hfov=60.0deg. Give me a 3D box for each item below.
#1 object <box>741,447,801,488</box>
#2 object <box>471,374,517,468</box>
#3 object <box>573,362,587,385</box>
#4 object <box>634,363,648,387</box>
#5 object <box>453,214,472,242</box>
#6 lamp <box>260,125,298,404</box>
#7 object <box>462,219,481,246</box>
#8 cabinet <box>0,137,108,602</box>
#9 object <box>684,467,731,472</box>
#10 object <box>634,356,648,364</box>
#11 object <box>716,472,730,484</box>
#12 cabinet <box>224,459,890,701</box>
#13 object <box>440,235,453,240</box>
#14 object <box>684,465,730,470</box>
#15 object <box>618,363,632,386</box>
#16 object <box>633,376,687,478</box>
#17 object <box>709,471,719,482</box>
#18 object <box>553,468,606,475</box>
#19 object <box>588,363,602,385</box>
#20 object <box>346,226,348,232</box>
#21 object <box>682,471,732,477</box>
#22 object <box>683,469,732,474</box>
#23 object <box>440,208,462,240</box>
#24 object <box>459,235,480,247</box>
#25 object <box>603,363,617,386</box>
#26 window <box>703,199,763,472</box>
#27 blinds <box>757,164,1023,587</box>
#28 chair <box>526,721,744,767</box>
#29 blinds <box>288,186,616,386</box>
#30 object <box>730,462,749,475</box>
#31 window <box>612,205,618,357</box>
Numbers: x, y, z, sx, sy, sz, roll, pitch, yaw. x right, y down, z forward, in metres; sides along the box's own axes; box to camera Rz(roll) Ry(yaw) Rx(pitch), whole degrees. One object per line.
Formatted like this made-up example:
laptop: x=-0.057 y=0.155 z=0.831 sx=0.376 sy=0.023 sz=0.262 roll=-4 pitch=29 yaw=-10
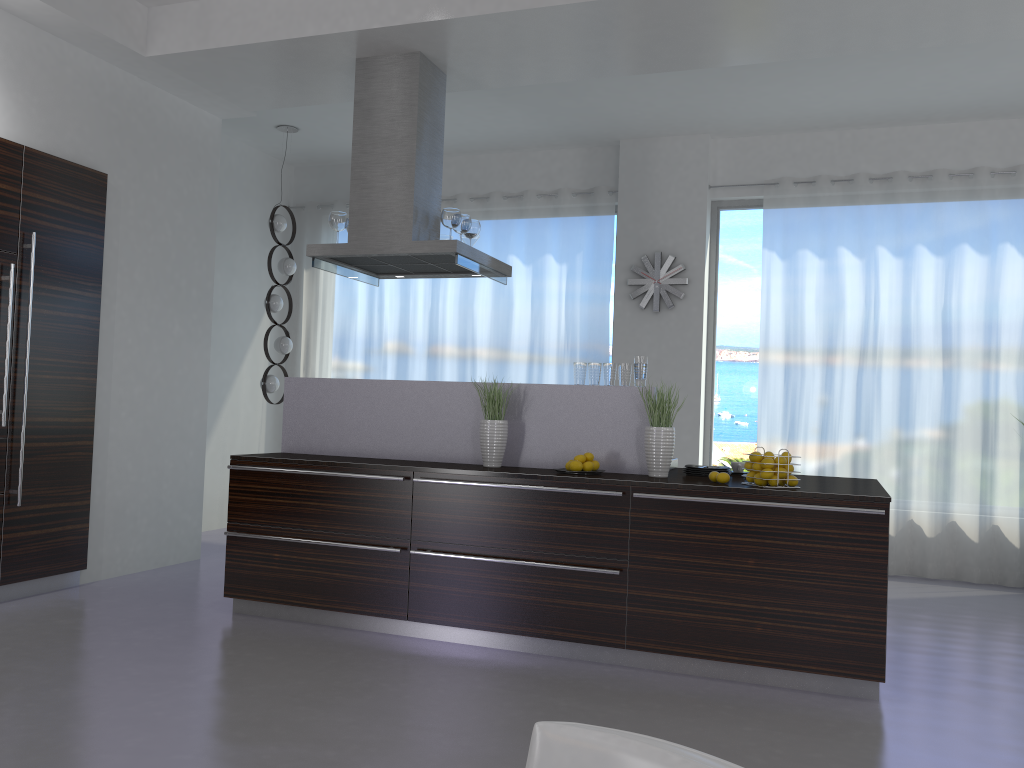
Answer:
object: x=1.181 y=0.377 z=4.045 sx=0.189 sy=0.174 sz=0.207 roll=3 pitch=-2 yaw=-15
object: x=-0.109 y=0.182 z=4.632 sx=0.269 sy=0.502 sz=0.247 roll=2 pitch=-2 yaw=20
object: x=0.358 y=-0.053 z=4.686 sx=0.072 sy=0.119 sz=0.071 roll=3 pitch=-2 yaw=-20
object: x=0.662 y=-0.044 z=4.576 sx=0.071 sy=0.119 sz=0.072 roll=3 pitch=-2 yaw=-30
object: x=-0.308 y=-0.909 z=5.364 sx=0.125 sy=0.221 sz=0.125 roll=0 pitch=-2 yaw=45
lamp: x=-1.972 y=-1.010 z=7.578 sx=0.180 sy=2.370 sz=0.367 roll=2 pitch=-2 yaw=13
object: x=-0.258 y=-0.903 z=5.502 sx=0.125 sy=0.221 sz=0.125 roll=0 pitch=-2 yaw=45
cabinet: x=-3.391 y=-0.116 z=3.778 sx=0.669 sy=2.500 sz=3.600 roll=2 pitch=-2 yaw=20
object: x=1.016 y=0.449 z=4.620 sx=0.232 sy=0.020 sz=0.232 roll=1 pitch=-2 yaw=23
object: x=0.664 y=-0.083 z=4.577 sx=0.071 sy=0.119 sz=0.072 roll=3 pitch=-2 yaw=-30
object: x=0.971 y=0.433 z=4.083 sx=0.063 sy=0.051 sz=0.053 roll=1 pitch=-2 yaw=24
cabinet: x=0.222 y=0.881 z=4.817 sx=3.285 sy=0.852 sz=1.377 roll=2 pitch=-2 yaw=20
object: x=-0.455 y=-0.878 z=5.808 sx=0.137 sy=0.174 sz=0.137 roll=3 pitch=-2 yaw=-15
object: x=0.886 y=0.374 z=4.754 sx=0.646 sy=0.147 sz=0.269 roll=0 pitch=-2 yaw=45
object: x=0.586 y=-0.046 z=4.603 sx=0.071 sy=0.119 sz=0.072 roll=3 pitch=-2 yaw=-30
object: x=0.735 y=0.206 z=4.352 sx=0.269 sy=0.502 sz=0.247 roll=3 pitch=-2 yaw=-27
object: x=0.949 y=0.434 z=4.143 sx=0.053 sy=0.051 sz=0.063 roll=3 pitch=-2 yaw=-11
object: x=0.332 y=0.433 z=4.394 sx=0.232 sy=0.020 sz=0.232 roll=1 pitch=-2 yaw=28
object: x=0.434 y=-0.051 z=4.659 sx=0.071 sy=0.119 sz=0.072 roll=3 pitch=-2 yaw=-30
object: x=-0.985 y=-0.929 z=5.584 sx=0.125 sy=0.221 sz=0.125 roll=0 pitch=-2 yaw=45
object: x=1.016 y=0.469 z=4.619 sx=0.232 sy=0.020 sz=0.232 roll=1 pitch=-2 yaw=28
object: x=1.016 y=0.459 z=4.619 sx=0.232 sy=0.020 sz=0.232 roll=1 pitch=-2 yaw=28
object: x=-0.361 y=-0.916 z=5.215 sx=0.125 sy=0.221 sz=0.125 roll=0 pitch=-2 yaw=45
object: x=-0.277 y=-0.873 z=5.743 sx=0.137 sy=0.174 sz=0.137 roll=3 pitch=-2 yaw=-15
object: x=0.510 y=-0.049 z=4.631 sx=0.071 sy=0.119 sz=0.072 roll=3 pitch=-2 yaw=-30
window: x=3.072 y=-0.266 z=7.036 sx=3.000 sy=2.500 sz=0.100 roll=2 pitch=-2 yaw=20
blinds: x=3.322 y=-0.080 z=6.699 sx=2.830 sy=3.112 sz=0.120 roll=2 pitch=-2 yaw=20
chair: x=-0.001 y=0.767 z=0.676 sx=0.620 sy=0.805 sz=0.508 roll=3 pitch=-2 yaw=-35
blinds: x=-0.688 y=-0.190 z=8.153 sx=3.245 sy=3.112 sz=0.120 roll=2 pitch=-2 yaw=20
object: x=1.226 y=0.459 z=4.809 sx=0.153 sy=0.069 sz=0.153 roll=4 pitch=-2 yaw=-37
window: x=-0.452 y=-0.363 z=8.314 sx=3.000 sy=2.500 sz=0.100 roll=2 pitch=-2 yaw=20
